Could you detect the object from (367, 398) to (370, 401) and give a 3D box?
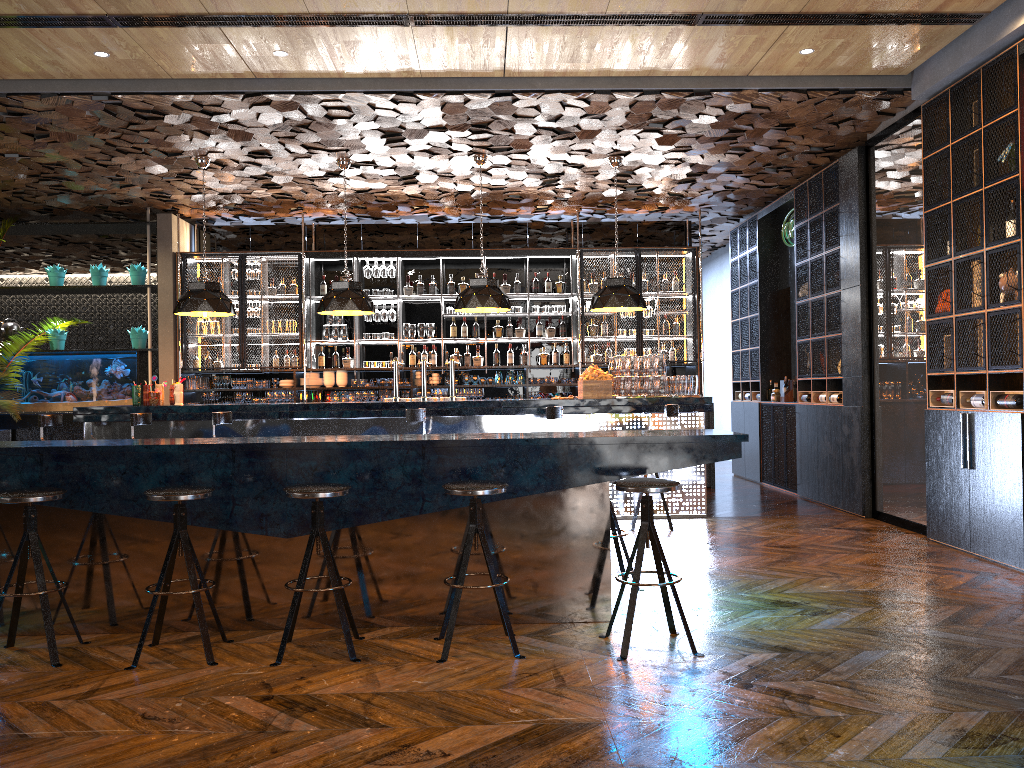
[{"bbox_3d":[-1.895,0.198,11.649,0.084,0.216,0.084,-1,0,-3],"label":"object"}]

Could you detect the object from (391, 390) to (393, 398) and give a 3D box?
[{"bbox_3d":[-1.508,0.189,11.419,0.092,0.218,0.092,-1,-1,-41],"label":"object"}]

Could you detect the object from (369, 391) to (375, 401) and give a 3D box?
[{"bbox_3d":[-1.797,0.194,11.388,0.084,0.216,0.084,-1,-1,41],"label":"object"}]

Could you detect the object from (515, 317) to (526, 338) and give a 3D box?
[{"bbox_3d":[0.109,-0.736,11.653,0.123,0.279,0.123,-1,0,12],"label":"object"}]

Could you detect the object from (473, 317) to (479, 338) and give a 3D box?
[{"bbox_3d":[-0.472,-0.738,11.652,0.086,0.297,0.086,-1,-1,-43],"label":"object"}]

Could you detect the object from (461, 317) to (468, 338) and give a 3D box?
[{"bbox_3d":[-0.625,-0.735,11.675,0.086,0.298,0.086,-1,-1,-43],"label":"object"}]

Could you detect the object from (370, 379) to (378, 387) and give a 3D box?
[{"bbox_3d":[-1.781,-0.017,11.453,0.109,0.100,0.109,-1,0,-19],"label":"object"}]

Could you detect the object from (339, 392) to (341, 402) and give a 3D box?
[{"bbox_3d":[-2.264,0.205,11.557,0.082,0.213,0.082,-1,0,19],"label":"object"}]

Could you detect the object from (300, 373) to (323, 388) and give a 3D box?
[{"bbox_3d":[-2.592,-0.051,11.483,0.306,0.195,0.300,-1,0,-1],"label":"object"}]

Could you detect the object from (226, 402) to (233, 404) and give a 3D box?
[{"bbox_3d":[-3.612,0.279,11.324,0.093,0.101,0.093,-1,-1,-39],"label":"object"}]

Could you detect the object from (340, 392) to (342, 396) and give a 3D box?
[{"bbox_3d":[-2.272,0.206,11.644,0.082,0.213,0.082,-1,0,29],"label":"object"}]

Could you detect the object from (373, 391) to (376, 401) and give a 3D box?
[{"bbox_3d":[-1.803,0.195,11.525,0.084,0.216,0.084,-1,-1,41],"label":"object"}]

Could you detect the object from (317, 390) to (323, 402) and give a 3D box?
[{"bbox_3d":[-2.466,0.199,11.397,0.073,0.229,0.073,-1,0,-13],"label":"object"}]

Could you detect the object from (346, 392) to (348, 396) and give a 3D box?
[{"bbox_3d":[-2.171,0.204,11.649,0.082,0.213,0.082,-1,0,-2],"label":"object"}]

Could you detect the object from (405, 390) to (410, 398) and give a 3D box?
[{"bbox_3d":[-1.343,0.187,11.441,0.071,0.217,0.071,-1,0,6],"label":"object"}]

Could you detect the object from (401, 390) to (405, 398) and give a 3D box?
[{"bbox_3d":[-1.406,0.188,11.478,0.071,0.217,0.071,-1,0,6],"label":"object"}]

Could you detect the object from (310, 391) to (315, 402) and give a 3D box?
[{"bbox_3d":[-2.564,0.200,11.399,0.073,0.229,0.073,-1,0,-13],"label":"object"}]

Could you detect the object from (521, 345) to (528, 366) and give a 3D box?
[{"bbox_3d":[0.162,-0.376,11.665,0.083,0.282,0.083,-1,0,-17],"label":"object"}]

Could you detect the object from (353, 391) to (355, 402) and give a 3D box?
[{"bbox_3d":[-2.071,0.201,11.474,0.082,0.213,0.082,-1,0,-21],"label":"object"}]

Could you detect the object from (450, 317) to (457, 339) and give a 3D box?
[{"bbox_3d":[-0.770,-0.732,11.646,0.086,0.299,0.086,-1,-1,-43],"label":"object"}]

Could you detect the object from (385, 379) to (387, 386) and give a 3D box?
[{"bbox_3d":[-1.677,-0.018,11.561,0.093,0.099,0.093,-1,0,-14],"label":"object"}]

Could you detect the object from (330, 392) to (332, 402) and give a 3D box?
[{"bbox_3d":[-2.361,0.206,11.466,0.082,0.213,0.082,-1,0,-9],"label":"object"}]

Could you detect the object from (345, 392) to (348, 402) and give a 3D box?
[{"bbox_3d":[-2.171,0.203,11.560,0.082,0.213,0.082,-1,-1,30],"label":"object"}]

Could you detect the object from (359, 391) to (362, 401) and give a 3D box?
[{"bbox_3d":[-1.980,0.198,11.517,0.084,0.216,0.084,-1,0,10],"label":"object"}]

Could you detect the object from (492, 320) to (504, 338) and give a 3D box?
[{"bbox_3d":[-0.183,-0.716,11.657,0.151,0.248,0.094,-1,0,-13],"label":"object"}]

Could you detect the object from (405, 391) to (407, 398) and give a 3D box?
[{"bbox_3d":[-1.379,0.189,11.562,0.071,0.217,0.071,-1,0,6],"label":"object"}]

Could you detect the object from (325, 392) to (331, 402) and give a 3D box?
[{"bbox_3d":[-2.361,0.205,11.376,0.082,0.213,0.082,-1,0,27],"label":"object"}]

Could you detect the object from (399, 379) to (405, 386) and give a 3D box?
[{"bbox_3d":[-1.429,-0.022,11.404,0.095,0.096,0.095,-1,0,-28],"label":"object"}]

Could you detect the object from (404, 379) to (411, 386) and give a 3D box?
[{"bbox_3d":[-1.361,-0.022,11.477,0.095,0.096,0.095,-1,0,22],"label":"object"}]

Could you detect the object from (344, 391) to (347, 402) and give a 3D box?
[{"bbox_3d":[-2.168,0.203,11.470,0.082,0.213,0.082,-1,0,-22],"label":"object"}]

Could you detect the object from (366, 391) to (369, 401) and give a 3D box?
[{"bbox_3d":[-1.888,0.197,11.516,0.084,0.216,0.084,-1,0,-9],"label":"object"}]

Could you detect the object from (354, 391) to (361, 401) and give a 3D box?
[{"bbox_3d":[-1.981,0.197,11.383,0.084,0.216,0.084,-1,0,-13],"label":"object"}]

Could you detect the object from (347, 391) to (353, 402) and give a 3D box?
[{"bbox_3d":[-2.075,0.200,11.382,0.082,0.213,0.082,-1,0,28],"label":"object"}]

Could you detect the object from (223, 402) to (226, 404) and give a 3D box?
[{"bbox_3d":[-3.724,0.282,11.425,0.093,0.101,0.093,-1,-1,-41],"label":"object"}]

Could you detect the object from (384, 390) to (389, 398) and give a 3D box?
[{"bbox_3d":[-1.606,0.186,11.385,0.071,0.226,0.071,-1,0,-30],"label":"object"}]

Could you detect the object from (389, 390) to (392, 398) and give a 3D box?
[{"bbox_3d":[-1.594,0.192,11.550,0.092,0.218,0.092,-1,-1,-41],"label":"object"}]

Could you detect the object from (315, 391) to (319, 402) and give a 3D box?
[{"bbox_3d":[-2.520,0.200,11.469,0.073,0.229,0.073,-1,0,-13],"label":"object"}]

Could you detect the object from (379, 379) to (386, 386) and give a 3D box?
[{"bbox_3d":[-1.674,-0.019,11.453,0.093,0.099,0.093,-1,0,15],"label":"object"}]

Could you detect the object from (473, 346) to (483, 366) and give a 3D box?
[{"bbox_3d":[-0.445,-0.364,11.633,0.123,0.279,0.123,-1,0,12],"label":"object"}]

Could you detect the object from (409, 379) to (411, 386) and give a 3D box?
[{"bbox_3d":[-1.359,-0.021,11.584,0.095,0.096,0.095,-1,-1,39],"label":"object"}]

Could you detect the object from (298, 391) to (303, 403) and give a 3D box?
[{"bbox_3d":[-2.709,0.202,11.374,0.073,0.229,0.073,-1,0,-13],"label":"object"}]

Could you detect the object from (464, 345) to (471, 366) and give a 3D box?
[{"bbox_3d":[-0.584,-0.364,11.642,0.083,0.282,0.083,-1,0,-2],"label":"object"}]

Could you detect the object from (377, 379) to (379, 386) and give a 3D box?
[{"bbox_3d":[-1.785,-0.016,11.612,0.109,0.100,0.109,-1,0,-19],"label":"object"}]

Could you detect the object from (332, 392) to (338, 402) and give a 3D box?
[{"bbox_3d":[-2.272,0.204,11.379,0.082,0.213,0.082,-1,0,27],"label":"object"}]

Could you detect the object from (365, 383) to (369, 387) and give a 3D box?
[{"bbox_3d":[-1.862,0.010,11.416,0.049,0.048,0.044,-1,-1,41],"label":"object"}]

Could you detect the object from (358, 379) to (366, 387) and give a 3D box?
[{"bbox_3d":[-1.938,-0.014,11.444,0.089,0.100,0.100,-1,-1,35],"label":"object"}]

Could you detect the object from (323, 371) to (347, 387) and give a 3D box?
[{"bbox_3d":[-2.283,-0.067,11.460,0.309,0.216,0.149,-1,0,-4],"label":"object"}]

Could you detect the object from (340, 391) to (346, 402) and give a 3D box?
[{"bbox_3d":[-2.167,0.202,11.382,0.082,0.213,0.082,-1,-1,32],"label":"object"}]

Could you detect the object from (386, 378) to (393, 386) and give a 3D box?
[{"bbox_3d":[-1.571,-0.021,11.409,0.093,0.099,0.093,-1,0,18],"label":"object"}]

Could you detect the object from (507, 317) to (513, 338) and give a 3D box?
[{"bbox_3d":[-0.029,-0.736,11.662,0.083,0.282,0.083,-1,0,-2],"label":"object"}]

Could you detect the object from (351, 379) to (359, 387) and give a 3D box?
[{"bbox_3d":[-2.019,-0.013,11.386,0.100,0.100,0.089,-1,0,3],"label":"object"}]

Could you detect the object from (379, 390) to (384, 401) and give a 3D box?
[{"bbox_3d":[-1.681,0.188,11.423,0.071,0.226,0.071,-1,0,-30],"label":"object"}]

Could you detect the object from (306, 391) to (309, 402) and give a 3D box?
[{"bbox_3d":[-2.650,0.202,11.447,0.073,0.229,0.073,-1,0,-13],"label":"object"}]

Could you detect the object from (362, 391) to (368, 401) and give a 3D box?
[{"bbox_3d":[-1.887,0.196,11.384,0.084,0.216,0.084,-1,0,14],"label":"object"}]

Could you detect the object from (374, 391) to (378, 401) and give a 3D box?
[{"bbox_3d":[-1.805,0.196,11.659,0.084,0.216,0.084,-1,0,21],"label":"object"}]

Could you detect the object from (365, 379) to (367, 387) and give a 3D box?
[{"bbox_3d":[-1.942,-0.013,11.566,0.089,0.100,0.100,-1,-1,40],"label":"object"}]

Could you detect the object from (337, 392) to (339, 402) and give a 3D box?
[{"bbox_3d":[-2.269,0.204,11.466,0.082,0.213,0.082,-1,0,-26],"label":"object"}]
